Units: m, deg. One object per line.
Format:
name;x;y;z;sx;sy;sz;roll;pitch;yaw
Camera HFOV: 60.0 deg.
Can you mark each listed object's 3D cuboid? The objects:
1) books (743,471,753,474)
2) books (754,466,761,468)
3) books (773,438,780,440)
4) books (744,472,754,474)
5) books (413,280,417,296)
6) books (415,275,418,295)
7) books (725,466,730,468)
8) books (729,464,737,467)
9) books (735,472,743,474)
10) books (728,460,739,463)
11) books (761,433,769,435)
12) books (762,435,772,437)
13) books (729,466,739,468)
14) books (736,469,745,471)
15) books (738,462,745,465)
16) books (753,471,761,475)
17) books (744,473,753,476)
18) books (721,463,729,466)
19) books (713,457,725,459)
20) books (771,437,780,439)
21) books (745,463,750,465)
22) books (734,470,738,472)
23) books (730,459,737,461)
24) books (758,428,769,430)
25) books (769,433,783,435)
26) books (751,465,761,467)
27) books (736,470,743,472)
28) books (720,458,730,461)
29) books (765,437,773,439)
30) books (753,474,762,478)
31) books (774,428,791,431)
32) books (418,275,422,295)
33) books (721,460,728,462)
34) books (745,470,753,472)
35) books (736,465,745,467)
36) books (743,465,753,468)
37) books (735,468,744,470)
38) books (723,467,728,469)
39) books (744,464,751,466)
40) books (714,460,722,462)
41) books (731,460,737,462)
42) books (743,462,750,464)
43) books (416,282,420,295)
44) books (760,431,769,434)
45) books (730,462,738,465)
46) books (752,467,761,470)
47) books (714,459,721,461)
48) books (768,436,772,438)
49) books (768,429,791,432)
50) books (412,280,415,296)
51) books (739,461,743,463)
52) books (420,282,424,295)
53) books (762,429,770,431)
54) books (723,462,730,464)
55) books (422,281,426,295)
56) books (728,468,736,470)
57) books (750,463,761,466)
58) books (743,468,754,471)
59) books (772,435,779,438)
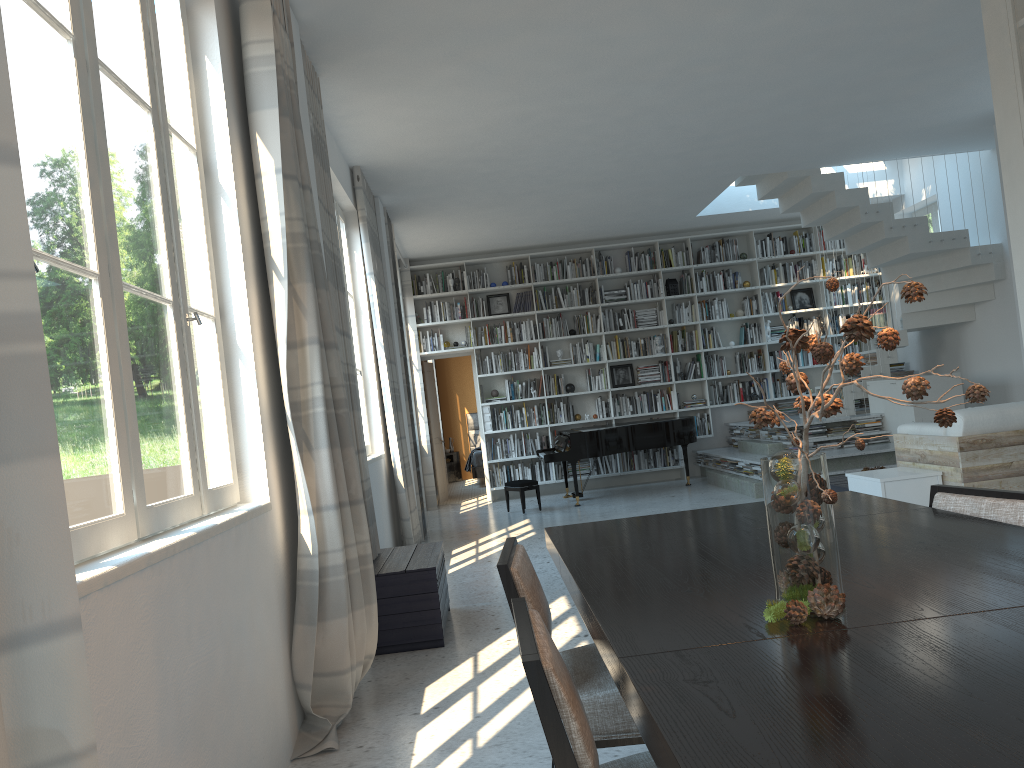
books;2.579;0.924;9.389;0.191;0.006;0.275;-7;-2;0
books;2.591;0.839;9.086;0.165;0.015;0.243;-7;-2;2
books;3.037;0.611;9.988;0.142;0.020;0.231;-7;-2;3
books;2.586;0.931;9.389;0.178;0.009;0.277;-6;-2;-4
books;-1.256;-1.234;11.547;0.023;0.223;0.151;-7;-1;-2
books;-1.241;-1.268;11.539;0.014;0.286;0.175;-7;-1;-2
books;2.577;0.960;10.305;0.128;0.005;0.296;-7;-2;0
books;2.562;0.911;9.996;0.160;0.025;0.244;-6;-2;-7
books;2.567;0.960;9.689;0.193;0.005;0.225;-6;-2;-6
books;2.555;0.867;9.996;0.170;0.014;0.281;-6;-2;-5
books;3.004;0.573;10.294;0.178;0.015;0.187;-7;-2;3
books;3.018;0.591;10.294;0.167;0.024;0.192;-7;-2;-1
books;2.563;0.930;9.995;0.177;0.011;0.220;-7;-2;0
books;2.575;0.930;9.690;0.180;0.008;0.267;-7;-2;-3
books;2.580;0.865;9.691;0.141;0.028;0.222;-6;-2;-7
books;2.587;0.902;9.085;0.187;0.017;0.205;-7;-2;3
books;2.577;0.944;9.388;0.191;0.016;0.209;-7;-2;3
books;2.549;0.931;10.305;0.182;0.013;0.287;-7;-2;-1
books;2.532;0.882;10.616;0.171;0.015;0.253;-6;-2;-5
books;3.032;0.598;9.989;0.154;0.007;0.292;-7;-2;1
books;2.572;0.836;9.390;0.178;0.010;0.196;-7;-2;3
books;2.578;0.964;9.995;0.142;0.012;0.291;-7;-2;2
books;2.564;0.848;9.997;0.160;0.008;0.239;-7;-2;-1
books;2.989;0.514;10.295;0.192;0.014;0.256;-6;-2;-6
books;3.023;0.554;9.989;0.177;0.026;0.230;-7;-2;-2
books;2.583;0.827;9.086;0.176;0.010;0.266;-6;-2;-6
books;2.581;0.945;9.690;0.171;0.005;0.297;-7;-2;-3
books;2.540;0.875;10.306;0.179;0.012;0.249;-6;-2;-5
books;3.030;0.623;10.294;0.132;0.016;0.262;-7;-2;3
books;2.597;0.932;9.084;0.184;0.017;0.230;-7;-2;0
books;3.016;0.510;9.990;0.171;0.007;0.260;-6;-2;-4
books;-1.196;-1.265;11.538;0.025;0.269;0.177;-7;-1;-2
books;2.545;0.887;10.306;0.165;0.014;0.236;-6;-2;-7
books;2.593;0.917;9.389;0.170;0.006;0.268;-7;-2;-2
books;2.568;0.889;9.690;0.180;0.017;0.183;-6;-2;-5
books;2.577;0.870;9.390;0.168;0.013;0.281;-6;-2;-7
books;2.568;0.920;9.690;0.189;0.013;0.215;-6;-2;-4
books;2.556;0.969;10.304;0.161;0.008;0.254;-7;-2;3
books;2.583;0.851;9.390;0.175;0.006;0.251;-7;-2;-2
books;2.534;0.910;10.615;0.169;0.009;0.241;-6;-2;-6
books;2.568;0.855;9.997;0.157;0.007;0.268;-7;-2;-2
books;2.570;0.823;9.390;0.182;0.016;0.256;-7;-2;1
books;-1.217;-1.225;11.542;0.024;0.195;0.167;-7;-1;-2
books;3.007;0.550;10.294;0.174;0.029;0.250;-6;-2;-4
books;2.571;0.889;9.997;0.142;0.017;0.239;-6;-2;-6
books;2.594;0.860;9.086;0.156;0.027;0.287;-6;-2;-7
books;2.526;0.898;10.615;0.182;0.016;0.199;-7;-2;3
books;3.037;0.607;10.294;0.136;0.013;0.258;-7;-2;-2
books;3.016;0.520;9.990;0.168;0.013;0.281;-6;-2;-5
books;-1.280;-1.234;11.556;0.024;0.228;0.130;-7;-1;-2
books;2.576;0.845;9.692;0.139;0.013;0.288;-7;-2;3
books;-1.165;-1.227;11.540;0.028;0.186;0.182;-7;-1;-2
books;3.014;0.526;10.295;0.145;0.017;0.208;-6;-2;-7
books;2.559;0.906;10.306;0.155;0.009;0.297;-7;-2;-1
books;-1.137;-1.234;11.566;0.031;0.195;0.145;-7;-1;-2
books;2.555;0.949;9.995;0.189;0.009;0.291;-7;-2;1
books;2.575;0.816;9.086;0.192;0.014;0.256;-6;-2;-6
books;2.578;0.894;9.389;0.191;0.015;0.246;-7;-2;-1
books;3.035;0.580;9.989;0.155;0.028;0.189;-7;-2;-1
